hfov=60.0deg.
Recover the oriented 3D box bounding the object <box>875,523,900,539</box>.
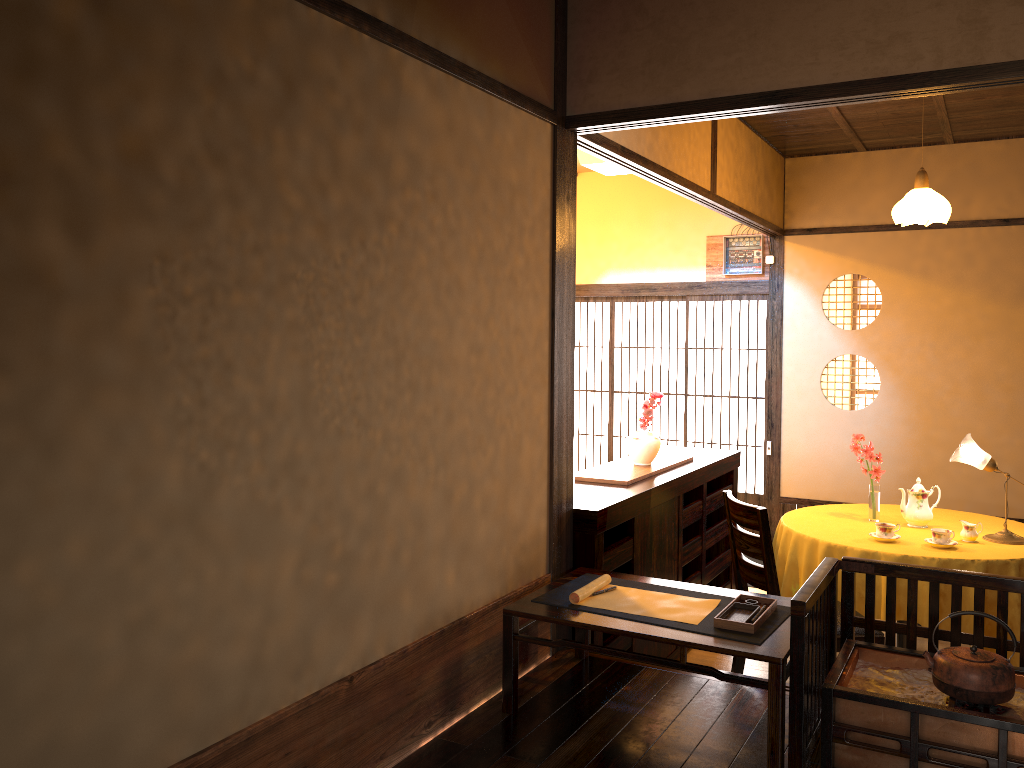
[{"bbox_3d":[1.782,0.702,4.225,0.090,0.076,0.099,-1,3,-36],"label":"object"}]

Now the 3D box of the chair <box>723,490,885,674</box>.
[{"bbox_3d":[1.239,0.976,3.869,0.577,0.959,0.491,0,2,-6],"label":"chair"}]

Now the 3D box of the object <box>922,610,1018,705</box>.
[{"bbox_3d":[1.217,0.706,2.337,0.198,0.216,0.198,0,2,-22],"label":"object"}]

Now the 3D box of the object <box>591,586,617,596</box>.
[{"bbox_3d":[0.314,0.705,3.018,0.012,0.010,0.141,3,4,44],"label":"object"}]

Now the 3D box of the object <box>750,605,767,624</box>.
[{"bbox_3d":[0.768,0.717,2.760,0.012,0.012,0.180,2,3,29],"label":"object"}]

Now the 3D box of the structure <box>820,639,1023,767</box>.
[{"bbox_3d":[1.191,0.943,2.355,0.666,0.300,0.453,2,3,29],"label":"structure"}]

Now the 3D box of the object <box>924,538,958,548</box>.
[{"bbox_3d":[1.991,0.742,4.113,0.144,0.024,0.144,0,3,-11],"label":"object"}]

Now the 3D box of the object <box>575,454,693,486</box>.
[{"bbox_3d":[0.653,0.431,4.565,0.267,0.020,0.998,2,3,29],"label":"object"}]

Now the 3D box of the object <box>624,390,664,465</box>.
[{"bbox_3d":[0.723,0.227,4.673,0.189,0.377,0.321,2,2,38],"label":"object"}]

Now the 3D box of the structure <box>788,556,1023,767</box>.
[{"bbox_3d":[1.424,0.844,2.390,1.197,0.499,0.598,2,3,29],"label":"structure"}]

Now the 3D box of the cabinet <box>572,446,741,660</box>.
[{"bbox_3d":[0.642,0.927,4.545,0.489,0.970,2.187,1,3,29],"label":"cabinet"}]

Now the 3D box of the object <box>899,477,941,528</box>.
[{"bbox_3d":[2.094,0.606,4.556,0.163,0.252,0.154,2,2,42],"label":"object"}]

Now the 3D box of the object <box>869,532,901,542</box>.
[{"bbox_3d":[1.779,0.734,4.229,0.144,0.024,0.144,0,3,-11],"label":"object"}]

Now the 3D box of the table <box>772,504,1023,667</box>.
[{"bbox_3d":[2.053,1.080,4.533,1.445,0.695,1.444,2,3,29],"label":"table"}]

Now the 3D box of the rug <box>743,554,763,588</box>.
[{"bbox_3d":[2.376,1.354,5.967,2.956,0.005,0.902,2,3,29],"label":"rug"}]

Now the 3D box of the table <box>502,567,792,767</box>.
[{"bbox_3d":[0.498,0.890,2.896,0.880,0.336,0.600,2,3,29],"label":"table"}]

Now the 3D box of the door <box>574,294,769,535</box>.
[{"bbox_3d":[0.842,0.256,7.552,2.649,1.999,0.066,2,2,29],"label":"door"}]

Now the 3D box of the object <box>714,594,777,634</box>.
[{"bbox_3d":[0.732,0.714,2.765,0.121,0.028,0.295,2,3,29],"label":"object"}]

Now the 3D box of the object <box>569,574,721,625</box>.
[{"bbox_3d":[0.440,0.699,2.909,0.430,0.038,0.275,2,3,29],"label":"object"}]

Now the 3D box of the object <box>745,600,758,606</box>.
[{"bbox_3d":[0.769,0.708,2.844,0.040,0.021,0.040,0,3,-9],"label":"object"}]

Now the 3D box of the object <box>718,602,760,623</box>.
[{"bbox_3d":[0.700,0.714,2.736,0.082,0.019,0.200,2,3,29],"label":"object"}]

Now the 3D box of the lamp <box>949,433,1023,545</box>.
[{"bbox_3d":[2.374,0.843,4.257,0.512,1.202,0.198,1,2,29],"label":"lamp"}]

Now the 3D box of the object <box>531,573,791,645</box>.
[{"bbox_3d":[0.491,0.720,2.896,0.761,0.003,0.405,2,4,32],"label":"object"}]

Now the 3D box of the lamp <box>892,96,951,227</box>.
[{"bbox_3d":[2.083,-1.214,4.497,0.277,0.809,0.249,-1,2,-39],"label":"lamp"}]

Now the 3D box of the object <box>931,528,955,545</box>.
[{"bbox_3d":[1.990,0.710,4.108,0.090,0.076,0.099,1,2,13],"label":"object"}]

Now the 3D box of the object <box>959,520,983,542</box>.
[{"bbox_3d":[2.186,0.701,4.231,0.083,0.098,0.078,0,2,-2],"label":"object"}]
